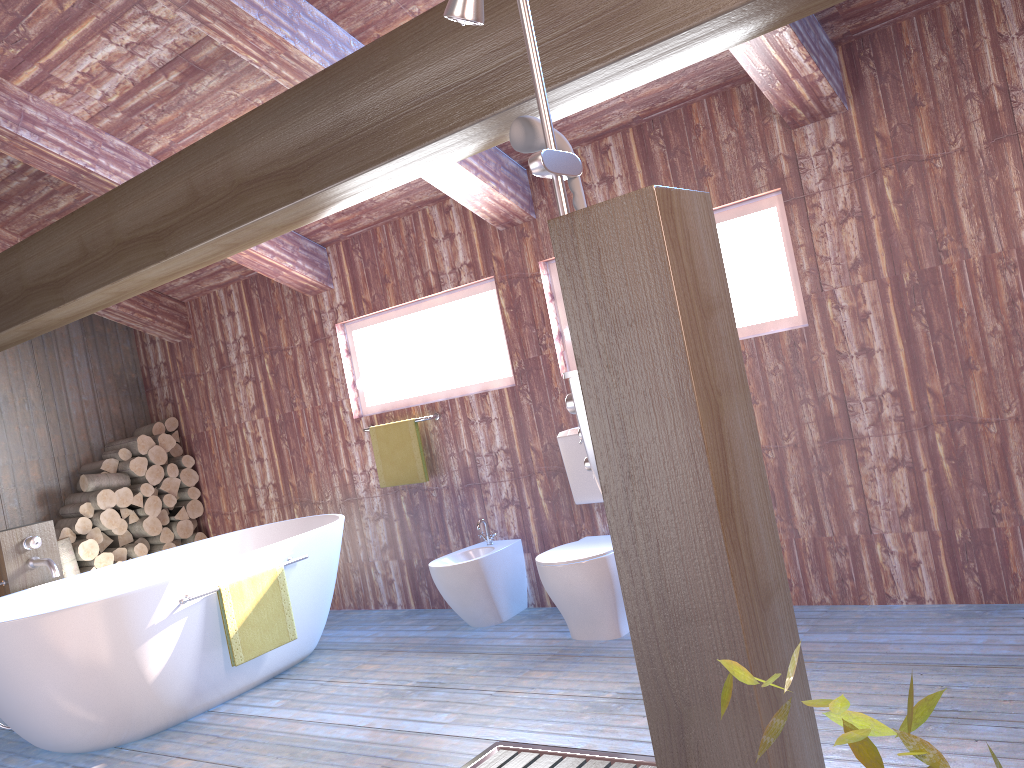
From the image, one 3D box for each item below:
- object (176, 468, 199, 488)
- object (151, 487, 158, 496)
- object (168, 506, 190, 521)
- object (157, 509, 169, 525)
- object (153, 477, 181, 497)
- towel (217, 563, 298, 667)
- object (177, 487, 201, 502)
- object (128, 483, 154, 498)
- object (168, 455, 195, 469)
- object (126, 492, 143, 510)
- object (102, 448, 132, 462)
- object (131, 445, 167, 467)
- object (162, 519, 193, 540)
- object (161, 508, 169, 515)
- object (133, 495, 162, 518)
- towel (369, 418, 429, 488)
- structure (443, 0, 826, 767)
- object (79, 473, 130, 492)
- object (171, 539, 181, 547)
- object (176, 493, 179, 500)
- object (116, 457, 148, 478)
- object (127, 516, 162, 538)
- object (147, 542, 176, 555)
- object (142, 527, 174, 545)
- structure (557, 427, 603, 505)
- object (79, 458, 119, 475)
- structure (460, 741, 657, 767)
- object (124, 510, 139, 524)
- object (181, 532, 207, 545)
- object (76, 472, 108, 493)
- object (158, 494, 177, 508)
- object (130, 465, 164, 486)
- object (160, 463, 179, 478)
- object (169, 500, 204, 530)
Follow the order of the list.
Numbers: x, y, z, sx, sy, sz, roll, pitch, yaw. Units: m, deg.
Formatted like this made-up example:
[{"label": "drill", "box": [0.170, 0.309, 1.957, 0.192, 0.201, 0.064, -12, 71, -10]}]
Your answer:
[{"label": "object", "box": [-2.478, 0.698, 6.479, 0.439, 0.152, 0.147, -12, -1, 37]}, {"label": "object", "box": [-2.600, 0.791, 6.253, 0.278, 0.090, 0.095, -12, -1, 38]}, {"label": "object", "box": [-2.497, 0.945, 6.382, 0.423, 0.112, 0.115, -12, -1, 37]}, {"label": "object", "box": [-2.561, 0.955, 6.272, 0.302, 0.118, 0.111, -12, -1, 36]}, {"label": "object", "box": [-2.578, 0.766, 6.373, 0.482, 0.151, 0.172, -12, -1, 38]}, {"label": "towel", "box": [-1.147, 1.037, 4.010, 0.032, 0.361, 0.370, -12, -1, 33]}, {"label": "object", "box": [-2.447, 0.813, 6.483, 0.438, 0.109, 0.102, -12, -1, 37]}, {"label": "object", "box": [-2.667, 0.755, 6.204, 0.438, 0.109, 0.102, -12, -1, 37]}, {"label": "object", "box": [-2.490, 0.585, 6.488, 0.438, 0.109, 0.102, -12, -1, 37]}, {"label": "object", "box": [-2.706, 0.835, 6.132, 0.424, 0.124, 0.109, -12, -1, 36]}, {"label": "object", "box": [-2.745, 0.500, 6.161, 0.227, 0.097, 0.094, -12, -1, 38]}, {"label": "object", "box": [-2.643, 0.533, 6.304, 0.437, 0.143, 0.141, -12, -1, 35]}, {"label": "object", "box": [-2.481, 1.061, 6.385, 0.437, 0.133, 0.137, -12, -1, 35]}, {"label": "object", "box": [-2.526, 0.922, 6.328, 0.177, 0.069, 0.065, -12, -1, 36]}, {"label": "object", "box": [-2.632, 0.880, 6.223, 0.439, 0.157, 0.136, -12, -1, 38]}, {"label": "towel", "box": [-0.645, 0.396, 5.037, 0.370, 0.361, 0.032, -12, -1, 37]}, {"label": "structure", "box": [0.274, 0.013, 1.961, 0.328, 2.209, 0.522, -11, -1, -32]}, {"label": "object", "box": [-2.739, 0.660, 5.972, 0.121, 0.157, 0.302, -12, -1, 38]}, {"label": "object", "box": [-2.537, 1.191, 6.430, 0.319, 0.106, 0.118, -12, -1, 35]}, {"label": "object", "box": [-2.518, 0.827, 6.460, 0.280, 0.092, 0.088, -12, -1, 38]}, {"label": "object", "box": [-2.728, 0.597, 6.203, 0.458, 0.148, 0.139, -12, -1, 37]}, {"label": "object", "box": [-2.633, 1.006, 6.187, 0.437, 0.143, 0.141, -12, -1, 35]}, {"label": "object", "box": [-2.502, 1.183, 6.263, 0.289, 0.117, 0.116, -12, -1, 35]}, {"label": "object", "box": [-2.527, 1.079, 6.265, 0.301, 0.113, 0.114, -12, -1, 35]}, {"label": "structure", "box": [0.434, 0.369, 4.206, 0.358, 0.363, 0.182, -12, -1, 38]}, {"label": "object", "box": [-2.865, 0.595, 6.155, 0.319, 0.121, 0.140, -12, -1, 38]}, {"label": "structure", "box": [0.055, 1.195, 2.260, 1.000, 0.067, 1.000, -12, -1, 37]}, {"label": "object", "box": [-2.691, 0.924, 6.139, 0.280, 0.096, 0.085, -12, -1, 38]}, {"label": "object", "box": [-2.407, 1.164, 6.475, 0.455, 0.137, 0.139, -12, -1, 35]}, {"label": "object", "box": [-2.879, 0.684, 6.111, 0.291, 0.130, 0.113, -12, -1, 38]}, {"label": "object", "box": [-2.559, 0.844, 6.325, 0.438, 0.109, 0.102, -12, -1, 37]}, {"label": "object", "box": [-2.639, 0.671, 6.271, 0.440, 0.151, 0.143, -12, -1, 37]}, {"label": "object", "box": [-2.558, 0.642, 6.381, 0.437, 0.106, 0.089, -12, -1, 38]}, {"label": "object", "box": [-2.429, 0.979, 6.479, 0.439, 0.256, 0.137, -12, -1, 37]}]
